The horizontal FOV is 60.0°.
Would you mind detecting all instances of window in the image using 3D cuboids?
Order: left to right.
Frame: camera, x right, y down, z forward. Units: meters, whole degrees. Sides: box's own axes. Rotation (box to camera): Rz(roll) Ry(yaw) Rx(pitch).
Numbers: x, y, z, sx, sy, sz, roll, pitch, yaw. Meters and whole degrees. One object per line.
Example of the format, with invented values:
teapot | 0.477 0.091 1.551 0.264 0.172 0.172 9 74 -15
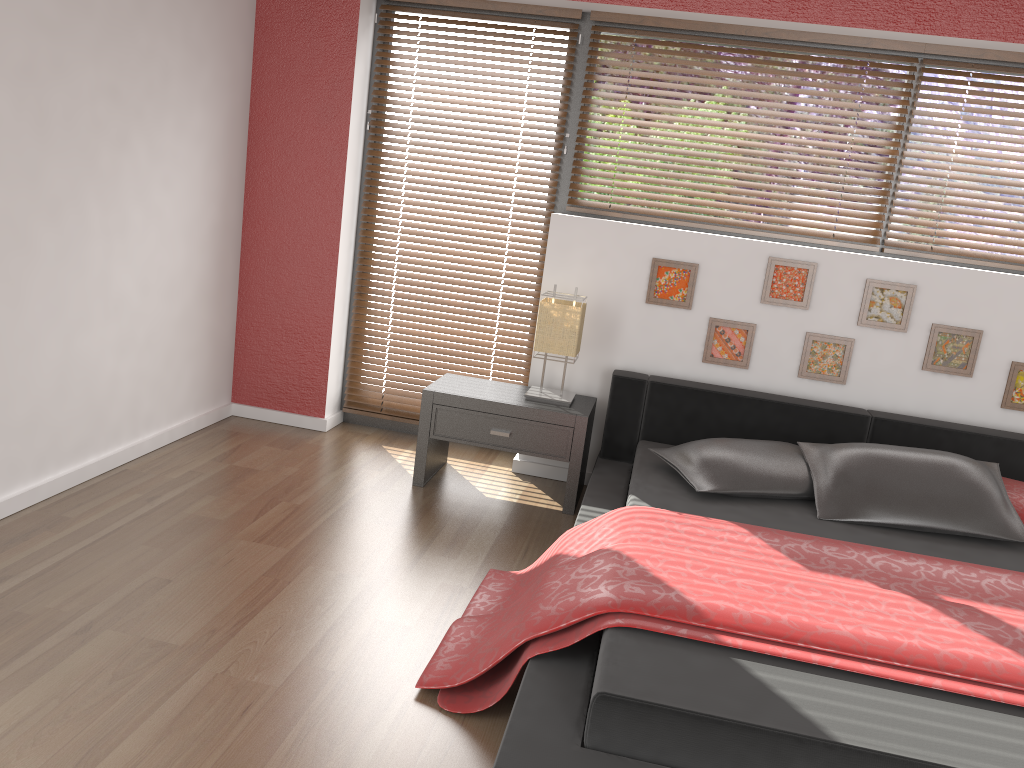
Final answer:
window | -0.262 -0.804 4.338 0.889 1.893 0.020 9 12 9
window | 1.711 -1.017 3.926 2.817 0.786 0.020 9 12 9

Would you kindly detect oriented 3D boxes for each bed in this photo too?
bed | 1.116 0.575 2.687 2.469 0.577 2.413 9 12 9

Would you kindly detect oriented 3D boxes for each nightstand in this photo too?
nightstand | -0.023 0.248 3.874 0.700 0.423 0.413 9 12 9

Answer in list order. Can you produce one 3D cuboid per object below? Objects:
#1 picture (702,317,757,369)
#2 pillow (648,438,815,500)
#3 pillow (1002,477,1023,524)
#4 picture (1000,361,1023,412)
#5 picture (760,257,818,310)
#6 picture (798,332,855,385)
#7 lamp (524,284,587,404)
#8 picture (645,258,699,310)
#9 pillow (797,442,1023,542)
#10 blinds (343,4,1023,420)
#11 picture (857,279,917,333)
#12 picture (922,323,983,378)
picture | 0.946 -0.177 3.864 0.200 0.200 0.010 9 12 9
pillow | 0.939 0.315 3.359 0.745 0.172 0.418 4 13 -15
pillow | 1.838 0.451 3.271 0.745 0.172 0.418 14 14 27
picture | 2.155 0.019 3.674 0.200 0.200 0.010 9 12 9
picture | 1.177 -0.428 3.772 0.200 0.200 0.010 9 12 9
picture | 1.346 -0.110 3.802 0.200 0.200 0.010 9 12 9
lamp | 0.198 -0.181 3.792 0.200 0.480 0.200 9 12 9
picture | 0.697 -0.436 3.862 0.200 0.200 0.010 9 12 9
pillow | 1.429 0.363 3.187 0.744 0.241 0.386 8 12 4
blinds | 1.621 -0.444 3.982 4.840 1.952 0.032 9 12 9
picture | 1.571 -0.328 3.717 0.200 0.200 0.010 9 12 9
picture | 1.838 -0.140 3.703 0.200 0.200 0.010 9 12 9
